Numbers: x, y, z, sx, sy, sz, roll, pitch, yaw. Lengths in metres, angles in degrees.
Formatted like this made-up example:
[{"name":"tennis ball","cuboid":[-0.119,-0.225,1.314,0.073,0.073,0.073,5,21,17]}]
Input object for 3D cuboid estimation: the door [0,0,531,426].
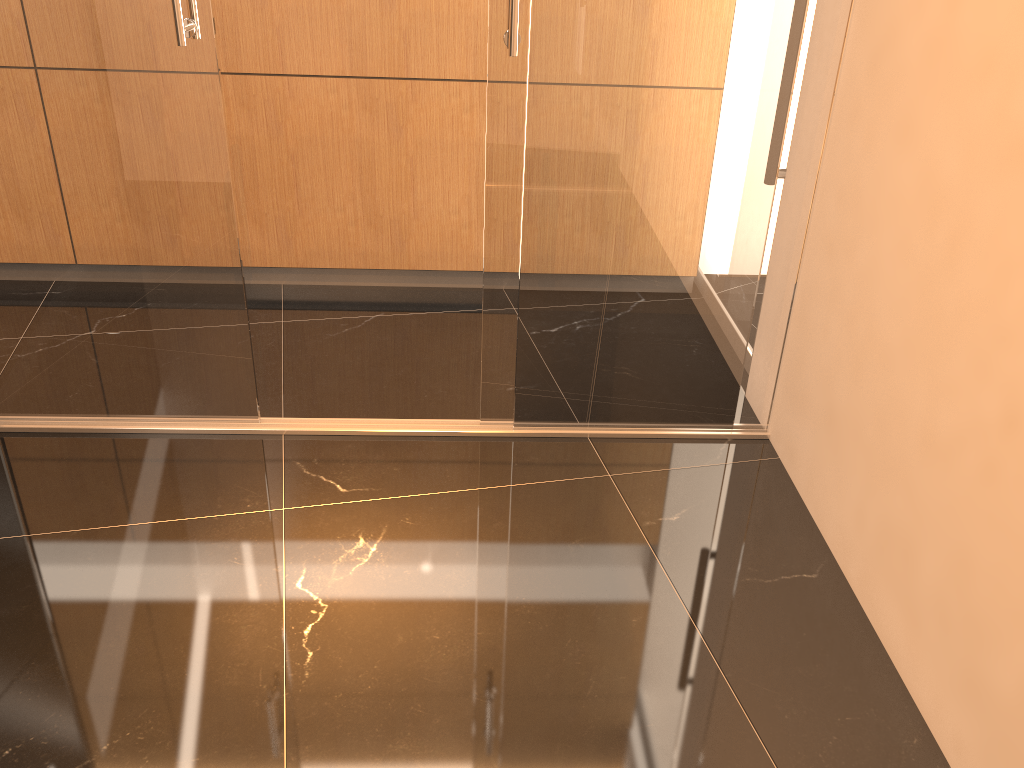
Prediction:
[{"name":"door","cuboid":[-0.421,-1.316,2.257,2.473,3.285,0.098,1,28,-3]}]
